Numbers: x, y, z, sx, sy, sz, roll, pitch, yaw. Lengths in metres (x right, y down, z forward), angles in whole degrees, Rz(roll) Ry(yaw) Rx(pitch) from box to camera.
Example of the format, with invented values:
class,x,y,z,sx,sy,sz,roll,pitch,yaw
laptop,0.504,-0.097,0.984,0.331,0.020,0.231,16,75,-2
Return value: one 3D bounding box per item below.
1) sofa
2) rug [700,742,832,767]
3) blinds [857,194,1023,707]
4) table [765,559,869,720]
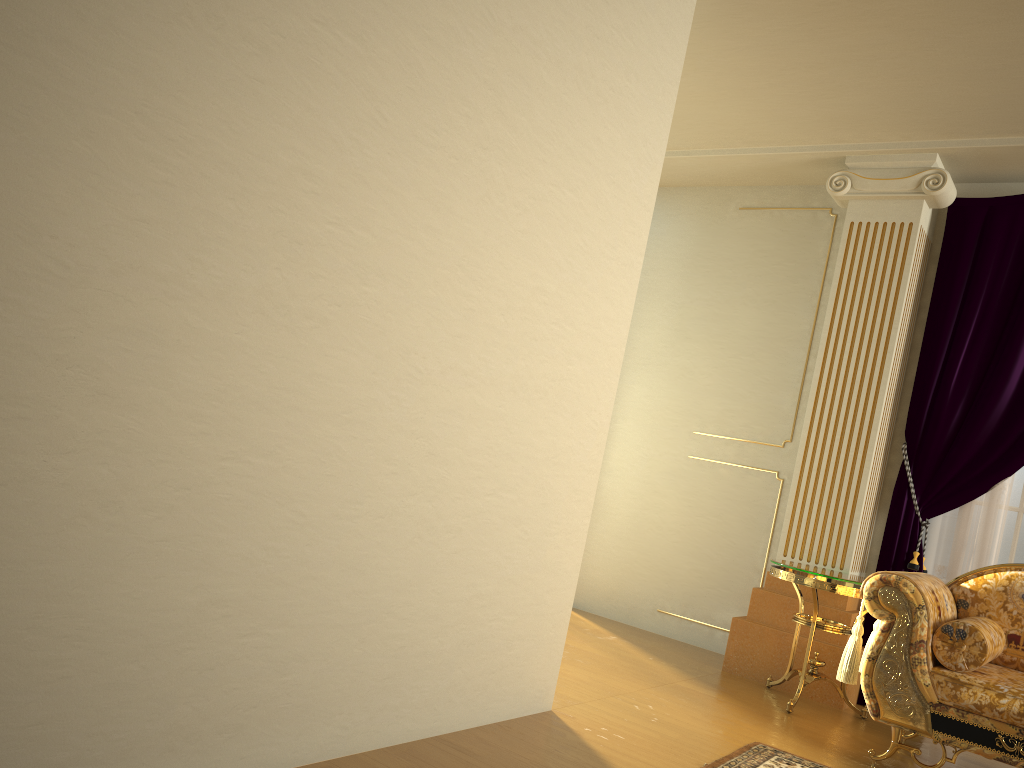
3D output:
class,x,y,z,sx,sy,sz,roll,pitch,yaw
sofa,2.197,1.150,3.096,1.882,0.869,0.699,9,-3,36
rug,0.903,1.185,1.469,2.105,0.017,3.105,8,-6,36
blinds,2.866,0.451,3.931,2.222,2.649,0.341,10,-1,36
table,1.432,1.195,4.121,0.572,0.642,0.571,12,-2,-9
